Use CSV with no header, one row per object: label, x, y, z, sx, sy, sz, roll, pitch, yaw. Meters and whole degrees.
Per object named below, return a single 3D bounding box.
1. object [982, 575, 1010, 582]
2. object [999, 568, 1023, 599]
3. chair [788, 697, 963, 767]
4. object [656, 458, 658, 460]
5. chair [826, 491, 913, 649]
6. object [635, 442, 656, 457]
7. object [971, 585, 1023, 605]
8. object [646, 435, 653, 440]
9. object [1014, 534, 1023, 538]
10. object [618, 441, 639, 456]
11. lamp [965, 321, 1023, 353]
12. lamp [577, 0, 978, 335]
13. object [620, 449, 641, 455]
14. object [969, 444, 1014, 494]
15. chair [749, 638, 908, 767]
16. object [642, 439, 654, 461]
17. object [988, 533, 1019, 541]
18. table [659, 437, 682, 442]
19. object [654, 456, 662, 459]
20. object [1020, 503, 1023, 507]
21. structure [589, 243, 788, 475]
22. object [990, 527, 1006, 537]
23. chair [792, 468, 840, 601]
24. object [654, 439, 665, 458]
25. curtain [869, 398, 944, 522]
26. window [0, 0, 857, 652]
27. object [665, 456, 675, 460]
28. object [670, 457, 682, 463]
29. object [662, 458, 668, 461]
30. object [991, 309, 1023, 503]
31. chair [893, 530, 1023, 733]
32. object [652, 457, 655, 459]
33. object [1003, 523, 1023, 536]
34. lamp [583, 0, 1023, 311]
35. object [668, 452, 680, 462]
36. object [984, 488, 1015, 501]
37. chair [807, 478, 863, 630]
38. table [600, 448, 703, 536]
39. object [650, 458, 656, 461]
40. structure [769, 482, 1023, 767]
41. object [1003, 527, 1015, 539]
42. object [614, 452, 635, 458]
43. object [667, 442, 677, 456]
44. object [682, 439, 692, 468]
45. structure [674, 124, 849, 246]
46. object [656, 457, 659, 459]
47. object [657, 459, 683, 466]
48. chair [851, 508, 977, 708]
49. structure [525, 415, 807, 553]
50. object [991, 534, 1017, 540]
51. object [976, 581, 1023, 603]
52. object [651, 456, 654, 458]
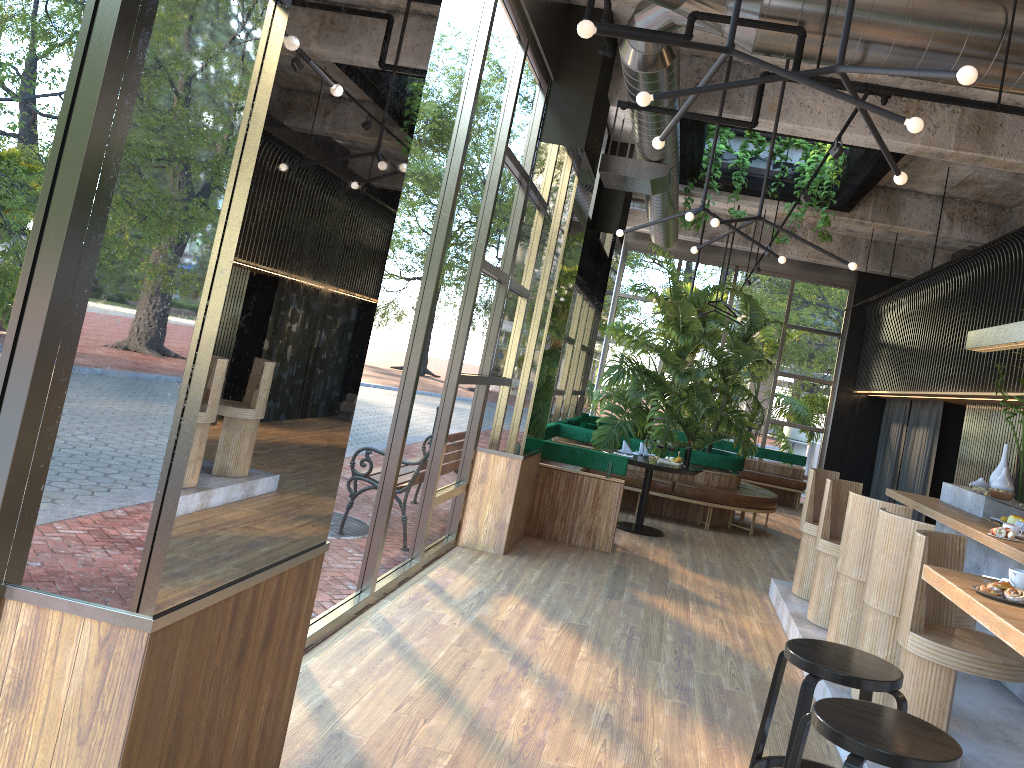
object,1.804,0.725,3.306,0.030,0.027,0.133,11,1,-12
object,1.726,0.693,3.115,0.175,0.073,0.431,12,2,44
chair,0.998,1.321,2.509,0.516,0.699,0.511,11,-2,-1
object,1.531,0.791,9.362,0.032,0.031,0.040,11,-1,34
chair,2.242,1.188,5.377,0.528,0.973,0.564,10,-3,32
object,1.471,0.718,9.746,0.235,0.139,0.229,11,0,-8
object,1.654,0.714,2.983,0.198,0.013,0.214,13,2,44
object,1.428,0.662,9.325,0.094,0.246,0.091,12,-3,-9
object,2.961,0.896,5.278,0.159,0.020,0.161,11,2,5
object,1.245,0.683,9.442,0.235,0.139,0.229,11,0,-8
lamp,4.648,-1.105,4.076,4.958,2.138,6.756,11,1,3
lamp,3.108,-1.591,5.245,5.039,1.827,19.045,11,2,10
object,1.281,0.738,9.686,0.163,0.019,0.246,10,2,-31
object,3.607,0.637,6.559,0.327,0.399,0.307,12,-2,-33
chair,1.117,1.324,3.152,0.512,0.699,0.515,11,-2,4
object,1.401,0.681,9.156,0.101,0.210,0.109,9,-4,43
object,2.822,0.881,5.100,0.163,0.005,0.171,12,2,20
table,2.126,1.187,13.266,1.118,0.753,1.079,11,0,-12
object,1.555,0.792,9.516,0.096,0.028,0.130,12,2,23
object,3.460,0.774,5.943,0.159,0.107,0.087,11,-1,-36
structure,2.241,-0.055,11.740,2.453,3.451,2.636,11,-2,-7
object,2.790,0.845,5.095,0.060,0.059,0.074,11,0,-1
chair,2.514,1.194,6.928,0.535,0.973,0.557,10,-3,19
object,1.600,0.709,9.652,0.103,0.202,0.101,11,-3,-3
curtain,5.579,1.203,12.768,0.120,2.065,3.298,11,0,10
window,1.734,-1.572,5.124,4.102,6.510,20.512,11,1,10
object,1.718,0.801,9.456,0.194,0.038,0.063,12,1,43
object,1.730,0.793,9.352,0.097,0.064,0.165,11,1,-20
object,1.625,0.799,9.363,0.100,0.013,0.224,11,2,14
object,3.849,0.249,6.551,0.606,1.556,0.646,14,-4,-43
chair,1.935,1.177,3.805,0.566,0.973,0.525,13,-3,-35
object,1.503,0.789,9.428,0.032,0.019,0.038,11,1,21
object,2.987,0.872,5.276,0.134,0.064,0.109,11,0,-12
lamp,2.960,-1.917,9.626,3.758,1.534,10.096,11,2,7
object,1.692,0.758,9.267,0.141,0.124,0.098,11,-2,-11
object,3.466,0.781,6.316,0.188,0.073,0.232,12,1,28
chair,2.364,1.189,6.124,0.559,0.973,0.533,12,-3,-16
table,1.400,1.165,9.347,1.131,0.753,1.066,11,0,-23
object,1.487,0.793,9.325,0.061,0.013,0.149,11,2,5
structure,4.494,1.441,3.719,5.790,1.734,7.179,11,1,9
object,2.843,0.855,5.104,0.072,0.060,0.127,11,1,-21
object,1.176,0.733,9.184,0.253,0.019,0.159,11,2,8
object,1.718,0.734,9.596,0.103,0.202,0.101,11,-3,-3
object,1.828,0.717,9.215,0.066,0.300,0.070,10,-4,25
structure,3.073,-2.326,10.388,2.090,1.522,1.462,11,-1,38
object,1.549,0.791,9.452,0.032,0.032,0.037,11,-1,6
object,1.677,0.825,9.360,0.234,0.019,0.360,12,2,19
chair,2.089,1.183,4.568,0.566,0.973,0.526,13,-3,-31
structure,2.323,1.077,4.849,5.975,1.552,20.265,11,2,10
object,2.821,0.879,5.096,0.125,0.005,0.117,9,2,-42
object,1.661,0.696,2.977,0.159,0.053,0.157,10,1,-37
object,1.509,0.784,9.548,0.024,0.025,0.047,11,0,27
